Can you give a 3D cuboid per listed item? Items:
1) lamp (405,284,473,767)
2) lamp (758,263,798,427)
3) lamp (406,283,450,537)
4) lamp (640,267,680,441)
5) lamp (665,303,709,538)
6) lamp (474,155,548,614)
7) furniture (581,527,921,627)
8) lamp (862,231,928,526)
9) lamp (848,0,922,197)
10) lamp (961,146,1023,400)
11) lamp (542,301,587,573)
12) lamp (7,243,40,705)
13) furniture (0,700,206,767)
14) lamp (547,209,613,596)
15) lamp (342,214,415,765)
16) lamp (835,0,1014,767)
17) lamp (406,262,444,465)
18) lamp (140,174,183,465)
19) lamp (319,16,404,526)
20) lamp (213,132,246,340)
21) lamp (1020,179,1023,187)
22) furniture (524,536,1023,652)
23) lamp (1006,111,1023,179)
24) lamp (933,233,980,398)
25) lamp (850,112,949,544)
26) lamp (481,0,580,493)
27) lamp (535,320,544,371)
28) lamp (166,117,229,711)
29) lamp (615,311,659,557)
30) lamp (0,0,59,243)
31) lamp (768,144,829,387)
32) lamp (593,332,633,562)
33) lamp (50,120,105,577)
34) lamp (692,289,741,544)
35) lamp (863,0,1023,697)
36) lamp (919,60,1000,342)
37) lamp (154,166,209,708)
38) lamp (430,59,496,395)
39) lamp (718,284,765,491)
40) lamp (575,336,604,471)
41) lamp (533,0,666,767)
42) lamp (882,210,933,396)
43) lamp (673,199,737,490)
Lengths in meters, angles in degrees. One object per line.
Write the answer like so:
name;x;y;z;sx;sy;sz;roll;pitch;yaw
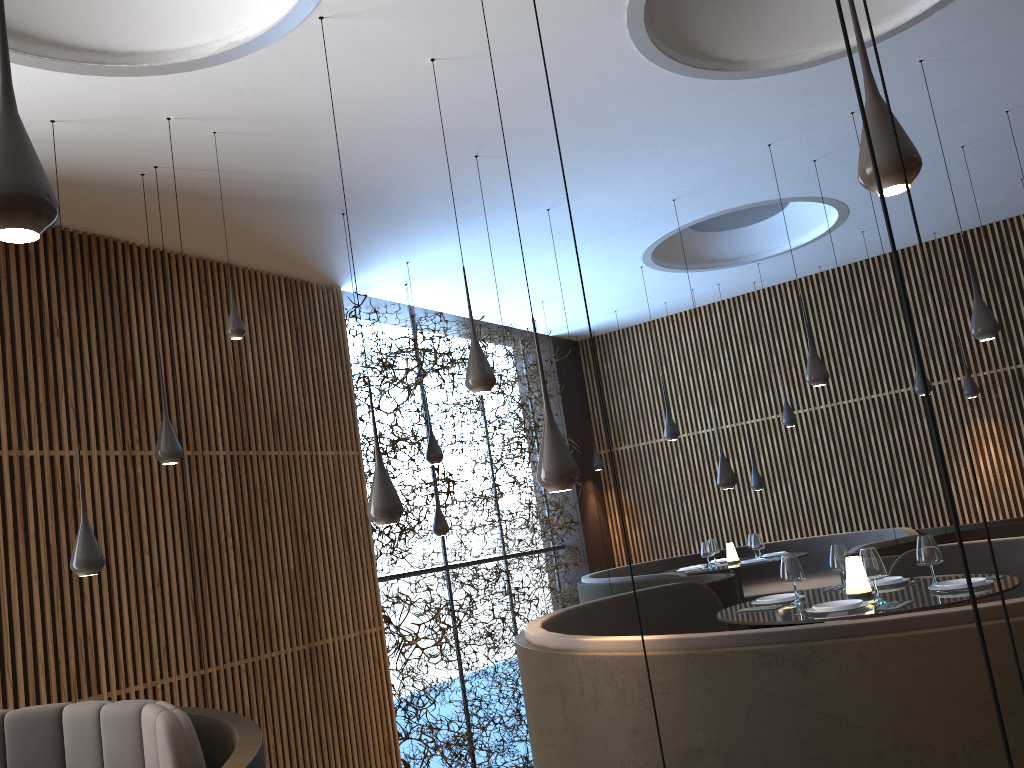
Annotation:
lamp;-0.776;1.888;9.958;0.195;6.252;0.197;-3;-10;-32
lamp;3.463;-0.527;11.708;0.196;2.215;0.196;-11;-9;17
lamp;-1.012;0.266;10.178;0.195;2.950;0.197;-5;-9;-23
lamp;1.803;-0.393;11.022;0.196;2.215;0.196;-11;-9;17
lamp;2.762;1.843;12.759;0.196;6.252;0.196;-11;-9;17
lamp;0.180;1.180;6.829;0.196;6.252;0.197;-7;-9;-13
furniture;2.784;2.421;9.999;3.886;1.043;3.804;-10;-10;9
lamp;4.878;1.141;10.667;0.196;6.252;0.196;-1;-12;-42
lamp;1.066;-1.707;3.027;0.196;2.215;0.196;-15;-11;37
lamp;4.925;0.709;8.293;0.196;6.252;0.196;-1;-12;-42
lamp;0.891;1.931;11.638;0.195;6.252;0.197;-3;-10;-32
lamp;-2.952;1.420;5.466;0.196;6.252;0.196;-16;-11;39
furniture;-1.961;1.809;3.254;2.538;1.056;0.932;-14;-11;28
lamp;0.830;1.338;8.271;0.196;6.252;0.197;-7;-9;-13
lamp;-1.061;1.510;7.597;0.196;6.252;0.196;-10;-9;7
lamp;0.548;0.103;1.128;0.195;6.252;0.197;-5;-9;-23
lamp;-0.972;-0.238;9.491;0.195;2.215;0.197;-5;-9;-23
lamp;-2.635;-0.507;6.558;0.195;2.215;0.197;-3;-10;-32
lamp;-0.887;-0.691;4.941;0.196;2.950;0.197;-7;-9;-13
lamp;-1.990;-1.044;6.159;0.133;1.503;0.133;-13;-10;27
lamp;6.000;-0.881;9.826;0.196;2.950;0.196;-11;-9;17
furniture;2.065;1.680;5.100;3.882;1.114;3.803;-10;-10;7
lamp;4.669;-1.396;7.896;0.195;2.215;0.197;-5;-9;-23
lamp;5.747;-0.909;11.545;0.196;2.215;0.196;-11;-9;17
lamp;3.383;0.736;7.114;0.195;6.252;0.197;-5;-9;-23
lamp;-0.004;-0.958;4.211;0.196;2.950;0.196;-8;-9;-3
lamp;0.514;0.145;12.918;0.195;2.215;0.197;-3;-10;-32
lamp;-1.847;1.260;5.526;0.195;6.252;0.197;-4;-10;-30
lamp;2.024;1.963;12.791;0.195;6.252;0.197;-3;-10;-32
lamp;-1.390;-1.448;2.354;0.195;2.215;0.197;-5;-9;-23
lamp;2.486;-1.068;7.820;0.195;2.215;0.197;-5;-9;-23
lamp;1.800;2.209;13.971;0.195;6.252;0.197;-3;-10;-32
lamp;-2.787;-0.282;5.588;0.196;2.950;0.196;-11;-9;17
lamp;3.060;1.703;12.233;0.196;6.252;0.196;-1;-12;-42
lamp;0.861;0.150;1.660;0.196;6.252;0.196;-15;-11;37
lamp;3.319;-1.408;6.665;0.195;2.215;0.197;-5;-9;-23
lamp;-2.195;1.430;6.172;0.196;6.252;0.196;-16;-11;39
lamp;-0.349;-1.026;5.606;0.196;2.215;0.196;-13;-10;27
lamp;3.168;0.021;12.419;0.196;2.950;0.196;-11;-9;17
lamp;1.215;0.297;14.369;0.195;2.215;0.197;-3;-10;-32
lamp;0.297;0.367;2.385;0.196;6.252;0.196;-15;-11;37
lamp;4.510;-0.957;10.211;0.196;2.215;0.196;-11;-9;17
lamp;1.868;-0.429;8.784;0.196;2.950;0.196;-13;-10;27
